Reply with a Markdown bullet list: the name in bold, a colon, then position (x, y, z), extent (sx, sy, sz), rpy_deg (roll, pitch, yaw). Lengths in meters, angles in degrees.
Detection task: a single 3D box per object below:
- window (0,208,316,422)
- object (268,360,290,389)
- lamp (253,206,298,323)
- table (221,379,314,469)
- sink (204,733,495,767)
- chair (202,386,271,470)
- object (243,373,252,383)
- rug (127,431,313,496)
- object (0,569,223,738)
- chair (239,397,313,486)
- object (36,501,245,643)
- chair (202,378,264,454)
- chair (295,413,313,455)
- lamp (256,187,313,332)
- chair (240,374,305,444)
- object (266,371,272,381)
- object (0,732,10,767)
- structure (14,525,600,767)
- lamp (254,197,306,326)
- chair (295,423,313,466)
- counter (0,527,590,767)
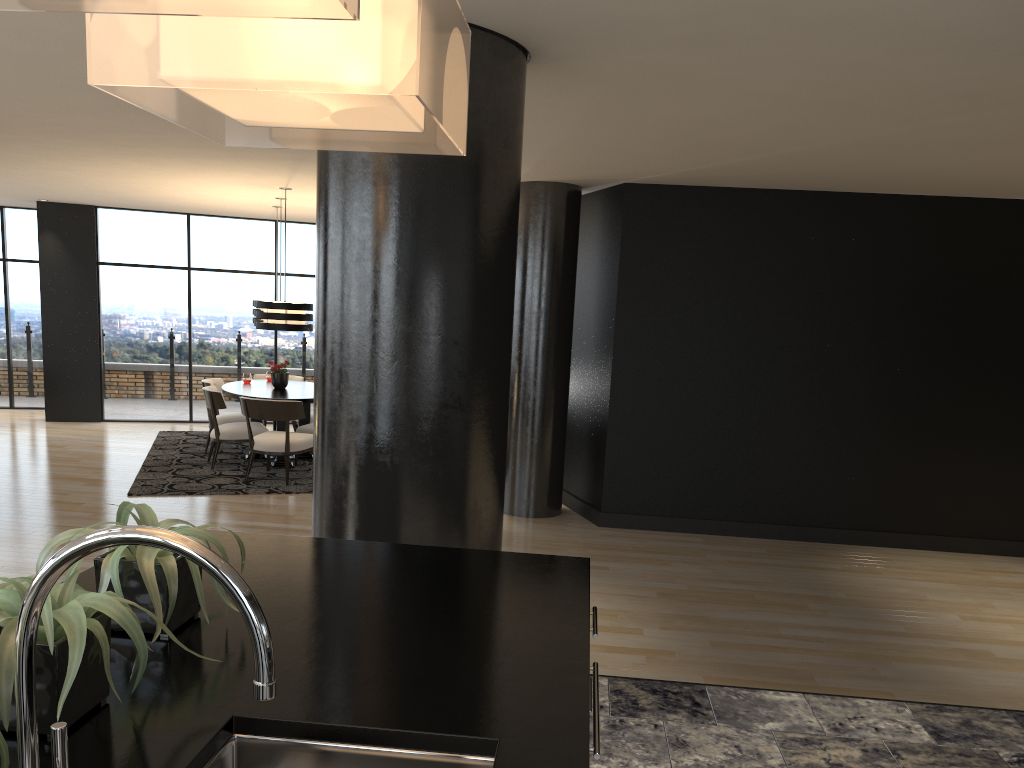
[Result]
- **window**: position (-4.606, -1.308, 4.469), extent (10.130, 4.850, 15.684), rpy_deg (2, 5, -9)
- **object**: position (-2.488, -0.103, 9.421), extent (0.229, 0.302, 0.234), rpy_deg (1, 8, -15)
- **lamp**: position (-2.691, -1.354, 10.107), extent (0.536, 1.348, 0.527), rpy_deg (0, 10, -18)
- **table**: position (-2.498, 0.430, 9.513), extent (1.209, 0.779, 2.079), rpy_deg (1, 6, -16)
- **sink**: position (-0.274, 0.679, 0.959), extent (0.460, 0.162, 0.911), rpy_deg (3, 5, 5)
- **chair**: position (-2.795, 0.446, 8.911), extent (0.616, 0.818, 0.634), rpy_deg (-1, 9, -24)
- **object**: position (-2.946, -0.065, 9.819), extent (0.095, 0.107, 0.094), rpy_deg (2, 8, -7)
- **rug**: position (-2.523, 0.803, 9.642), extent (2.717, 0.011, 3.674), rpy_deg (2, 5, -18)
- **object**: position (-0.744, 0.385, 1.364), extent (0.404, 0.242, 0.394), rpy_deg (6, 7, 29)
- **chair**: position (-2.209, 0.523, 8.366), extent (0.642, 0.818, 0.608), rpy_deg (5, 8, 11)
- **object**: position (-0.683, 0.355, 1.764), extent (0.395, 0.242, 0.403), rpy_deg (7, 7, 29)
- **chair**: position (-3.083, 0.364, 9.712), extent (0.616, 0.818, 0.633), rpy_deg (2, 8, -8)
- **chair**: position (-2.068, 0.393, 10.011), extent (0.615, 0.818, 0.635), rpy_deg (-2, 9, -32)
- **lamp**: position (-2.164, -1.186, 8.421), extent (0.536, 1.348, 0.527), rpy_deg (0, 10, -18)
- **chair**: position (-2.829, 0.312, 10.500), extent (0.642, 0.818, 0.608), rpy_deg (3, 8, 3)
- **object**: position (-2.797, -0.091, 10.222), extent (0.094, 0.107, 0.095), rpy_deg (9, 10, 38)
- **object**: position (-0.808, 0.428, 0.942), extent (0.395, 0.220, 0.403), rpy_deg (6, 7, 29)
- **structure**: position (-0.222, 0.663, 0.909), extent (0.655, 1.031, 2.743), rpy_deg (4, 5, 4)
- **lamp**: position (-2.427, -1.270, 9.264), extent (0.536, 1.348, 0.527), rpy_deg (0, 10, -18)
- **chair**: position (-1.869, 0.467, 9.252), extent (0.615, 0.818, 0.634), rpy_deg (5, 8, 11)
- **counter**: position (-0.511, 0.572, 0.918), extent (1.179, 0.032, 3.077), rpy_deg (3, 5, 5)
